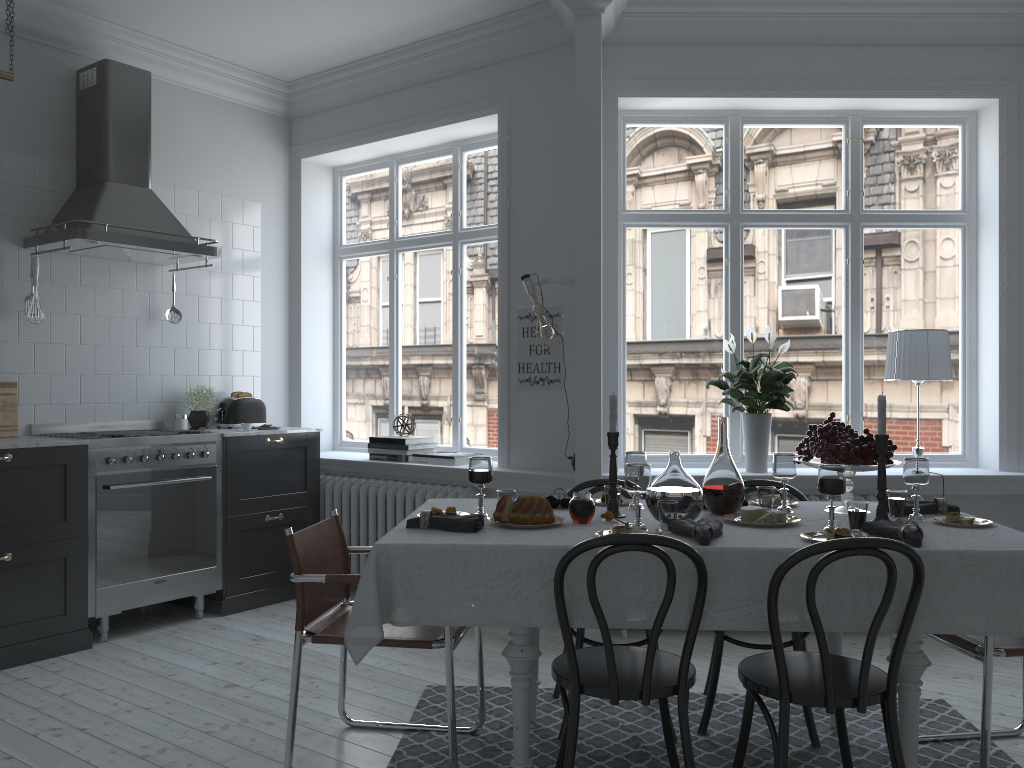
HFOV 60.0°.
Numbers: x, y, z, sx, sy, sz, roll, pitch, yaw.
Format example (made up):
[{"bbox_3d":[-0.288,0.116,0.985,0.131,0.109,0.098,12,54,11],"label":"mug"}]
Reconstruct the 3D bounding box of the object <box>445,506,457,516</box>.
[{"bbox_3d":[-0.213,0.450,3.108,0.036,0.039,0.051,0,0,-13],"label":"object"}]

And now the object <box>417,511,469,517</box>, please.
[{"bbox_3d":[-0.239,0.463,3.097,0.182,0.013,0.182,0,0,37],"label":"object"}]

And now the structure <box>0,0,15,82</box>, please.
[{"bbox_3d":[-3.035,-1.760,3.551,0.053,0.556,1.988,0,0,37],"label":"structure"}]

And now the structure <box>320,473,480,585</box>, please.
[{"bbox_3d":[-0.844,0.960,5.478,1.673,0.753,0.245,0,0,37],"label":"structure"}]

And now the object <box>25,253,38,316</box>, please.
[{"bbox_3d":[-2.541,-0.529,4.698,0.024,0.332,0.066,0,0,42],"label":"object"}]

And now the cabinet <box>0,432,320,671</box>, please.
[{"bbox_3d":[-2.602,0.805,4.216,0.646,1.012,3.897,0,0,37],"label":"cabinet"}]

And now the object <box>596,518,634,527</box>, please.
[{"bbox_3d":[0.344,0.464,2.985,0.075,0.009,0.150,0,0,-18],"label":"object"}]

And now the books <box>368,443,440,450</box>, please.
[{"bbox_3d":[-0.684,0.388,5.600,0.351,0.031,0.287,0,0,37],"label":"books"}]

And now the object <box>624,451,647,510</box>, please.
[{"bbox_3d":[0.466,0.364,3.344,0.083,0.215,0.083,0,0,42],"label":"object"}]

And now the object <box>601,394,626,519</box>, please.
[{"bbox_3d":[0.357,0.253,3.130,0.089,0.432,0.089,0,0,-31],"label":"object"}]

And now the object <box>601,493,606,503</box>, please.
[{"bbox_3d":[0.377,0.450,3.509,0.051,0.039,0.036,0,0,14],"label":"object"}]

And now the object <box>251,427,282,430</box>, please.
[{"bbox_3d":[-1.537,0.276,5.512,0.209,0.011,0.209,0,0,-15],"label":"object"}]

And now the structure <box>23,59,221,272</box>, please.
[{"bbox_3d":[-2.132,-1.217,4.908,0.567,1.079,0.843,0,0,37],"label":"structure"}]

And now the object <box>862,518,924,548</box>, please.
[{"bbox_3d":[1.202,0.440,2.669,0.165,0.061,0.247,0,0,-14],"label":"object"}]

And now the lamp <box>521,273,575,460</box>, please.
[{"bbox_3d":[0.202,-0.086,4.629,0.312,0.977,0.131,0,0,11],"label":"lamp"}]

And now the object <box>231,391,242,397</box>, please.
[{"bbox_3d":[-1.765,0.103,5.715,0.010,0.110,0.107,0,0,41],"label":"object"}]

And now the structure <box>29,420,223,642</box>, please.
[{"bbox_3d":[-2.101,0.764,4.882,0.651,1.096,0.779,0,0,37],"label":"structure"}]

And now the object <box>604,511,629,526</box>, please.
[{"bbox_3d":[0.351,0.451,2.967,0.031,0.031,0.167,0,0,-18],"label":"object"}]

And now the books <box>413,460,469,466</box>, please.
[{"bbox_3d":[-0.391,0.469,5.372,0.343,0.019,0.254,0,0,37],"label":"books"}]

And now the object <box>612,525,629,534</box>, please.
[{"bbox_3d":[0.331,0.449,2.703,0.057,0.037,0.021,0,0,-35],"label":"object"}]

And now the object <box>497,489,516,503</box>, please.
[{"bbox_3d":[-0.021,0.422,3.126,0.066,0.094,0.066,0,0,26],"label":"object"}]

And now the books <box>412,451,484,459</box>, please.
[{"bbox_3d":[-0.387,0.433,5.382,0.341,0.016,0.274,0,0,38],"label":"books"}]

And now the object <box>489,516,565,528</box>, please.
[{"bbox_3d":[0.050,0.461,2.967,0.251,0.018,0.251,0,0,37],"label":"object"}]

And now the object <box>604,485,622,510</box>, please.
[{"bbox_3d":[0.371,0.422,3.261,0.066,0.094,0.066,0,0,26],"label":"object"}]

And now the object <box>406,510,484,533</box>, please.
[{"bbox_3d":[-0.208,0.440,2.842,0.247,0.061,0.165,0,0,-14],"label":"object"}]

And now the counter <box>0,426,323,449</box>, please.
[{"bbox_3d":[-2.611,0.289,4.223,0.624,0.020,3.902,0,0,37],"label":"counter"}]

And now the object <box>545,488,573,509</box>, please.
[{"bbox_3d":[0.156,0.441,3.427,0.165,0.061,0.247,0,0,-14],"label":"object"}]

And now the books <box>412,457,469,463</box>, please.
[{"bbox_3d":[-0.395,0.450,5.376,0.337,0.019,0.254,0,0,35],"label":"books"}]

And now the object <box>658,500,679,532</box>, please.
[{"bbox_3d":[0.499,0.422,2.835,0.066,0.094,0.066,0,0,26],"label":"object"}]

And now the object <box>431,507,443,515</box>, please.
[{"bbox_3d":[-0.263,0.448,3.080,0.038,0.041,0.057,0,0,-20],"label":"object"}]

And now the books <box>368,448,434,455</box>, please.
[{"bbox_3d":[-0.700,0.419,5.598,0.328,0.031,0.259,0,0,35],"label":"books"}]

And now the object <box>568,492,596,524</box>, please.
[{"bbox_3d":[0.236,0.418,2.992,0.091,0.101,0.091,0,0,-8],"label":"object"}]

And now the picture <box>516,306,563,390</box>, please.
[{"bbox_3d":[0.150,-0.197,4.913,0.311,0.457,0.003,0,0,37],"label":"picture"}]

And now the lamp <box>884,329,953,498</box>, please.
[{"bbox_3d":[2.166,0.381,4.729,0.335,1.331,0.335,0,0,24],"label":"lamp"}]

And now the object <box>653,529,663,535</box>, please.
[{"bbox_3d":[0.454,0.463,2.740,0.031,0.012,0.131,0,0,4],"label":"object"}]

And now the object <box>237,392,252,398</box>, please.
[{"bbox_3d":[-1.707,0.107,5.664,0.010,0.110,0.107,0,0,41],"label":"object"}]

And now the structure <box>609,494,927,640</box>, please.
[{"bbox_3d":[1.355,0.958,4.674,1.710,0.753,0.245,0,0,0],"label":"structure"}]

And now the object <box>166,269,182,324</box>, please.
[{"bbox_3d":[-2.040,-0.528,5.352,0.101,0.331,0.030,0,0,-43],"label":"object"}]

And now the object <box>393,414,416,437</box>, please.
[{"bbox_3d":[-0.684,0.262,5.640,0.147,0.148,0.147,0,0,28],"label":"object"}]

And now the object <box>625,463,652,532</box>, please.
[{"bbox_3d":[0.402,0.363,2.828,0.083,0.215,0.083,0,0,42],"label":"object"}]

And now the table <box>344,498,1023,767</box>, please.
[{"bbox_3d":[0.628,0.885,3.043,2.179,0.842,1.210,0,0,4],"label":"table"}]

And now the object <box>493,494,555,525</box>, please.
[{"bbox_3d":[0.050,0.420,2.956,0.191,0.105,0.164,0,0,-34],"label":"object"}]

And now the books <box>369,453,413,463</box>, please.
[{"bbox_3d":[-0.685,0.456,5.598,0.351,0.044,0.259,0,0,39],"label":"books"}]

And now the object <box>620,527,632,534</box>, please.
[{"bbox_3d":[0.343,0.449,2.672,0.021,0.037,0.057,0,0,27],"label":"object"}]

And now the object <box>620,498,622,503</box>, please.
[{"bbox_3d":[0.403,0.449,3.446,0.038,0.041,0.057,0,0,-11],"label":"object"}]

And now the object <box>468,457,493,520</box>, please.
[{"bbox_3d":[-0.109,0.363,3.085,0.083,0.215,0.083,0,0,42],"label":"object"}]

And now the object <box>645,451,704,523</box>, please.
[{"bbox_3d":[0.544,0.348,2.967,0.194,0.245,0.194,0,0,20],"label":"object"}]

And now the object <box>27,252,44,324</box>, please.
[{"bbox_3d":[-2.514,-0.505,4.679,0.076,0.381,0.074,0,0,17],"label":"object"}]

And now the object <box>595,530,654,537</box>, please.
[{"bbox_3d":[0.343,0.462,2.686,0.182,0.013,0.182,0,0,-38],"label":"object"}]

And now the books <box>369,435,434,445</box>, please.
[{"bbox_3d":[-0.696,0.354,5.604,0.325,0.038,0.259,0,0,39],"label":"books"}]
